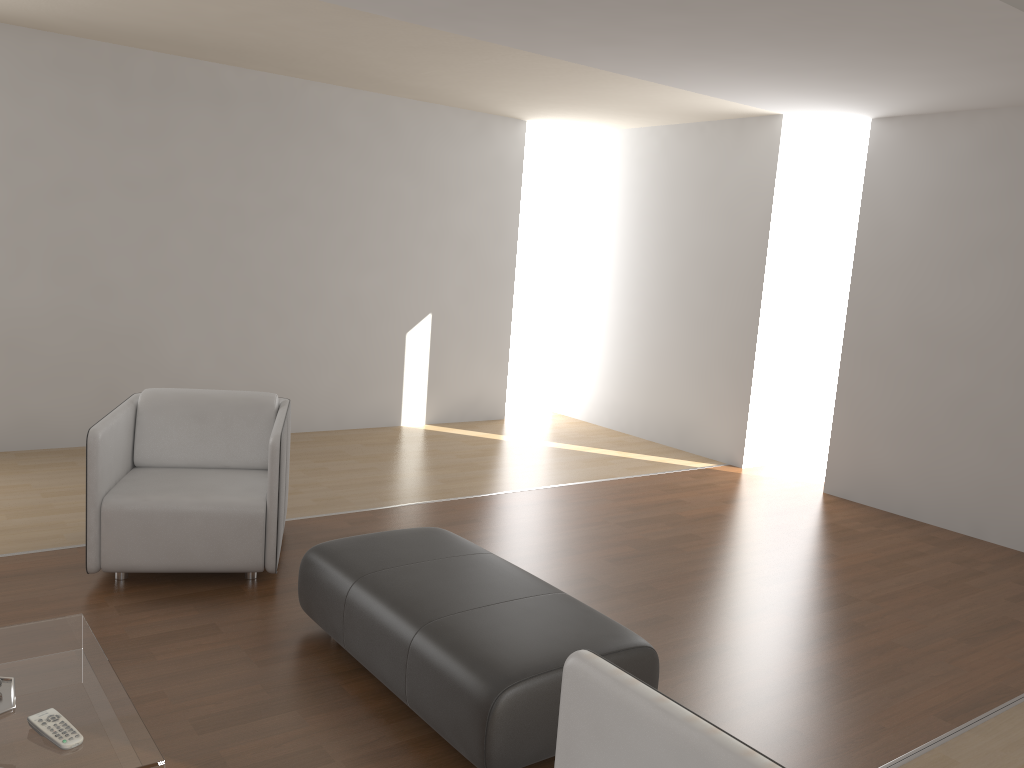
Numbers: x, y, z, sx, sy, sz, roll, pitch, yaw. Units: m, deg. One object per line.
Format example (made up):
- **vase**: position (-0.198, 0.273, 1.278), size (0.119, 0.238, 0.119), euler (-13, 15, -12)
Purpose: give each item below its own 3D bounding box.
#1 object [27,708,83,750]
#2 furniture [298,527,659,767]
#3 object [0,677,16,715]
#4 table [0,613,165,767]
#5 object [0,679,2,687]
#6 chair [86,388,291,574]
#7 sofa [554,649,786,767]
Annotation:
- **object**: position (-1.055, 0.801, 2.056), size (0.158, 0.029, 0.064), euler (10, 10, 34)
- **furniture**: position (-0.177, 0.827, 3.091), size (0.685, 0.301, 1.291), euler (-2, 11, -37)
- **object**: position (-1.358, 0.773, 2.146), size (0.273, 0.011, 0.315), euler (-1, 10, -30)
- **table**: position (-1.417, 0.933, 2.103), size (0.900, 0.300, 0.900), euler (-2, 11, -37)
- **object**: position (-1.356, 0.750, 2.212), size (0.147, 0.035, 0.051), euler (5, 9, 4)
- **chair**: position (-1.432, 0.408, 4.077), size (0.767, 0.661, 0.919), euler (2, 9, -12)
- **sofa**: position (-0.504, 0.945, 0.950), size (2.238, 0.661, 0.919), euler (-2, 11, -37)
